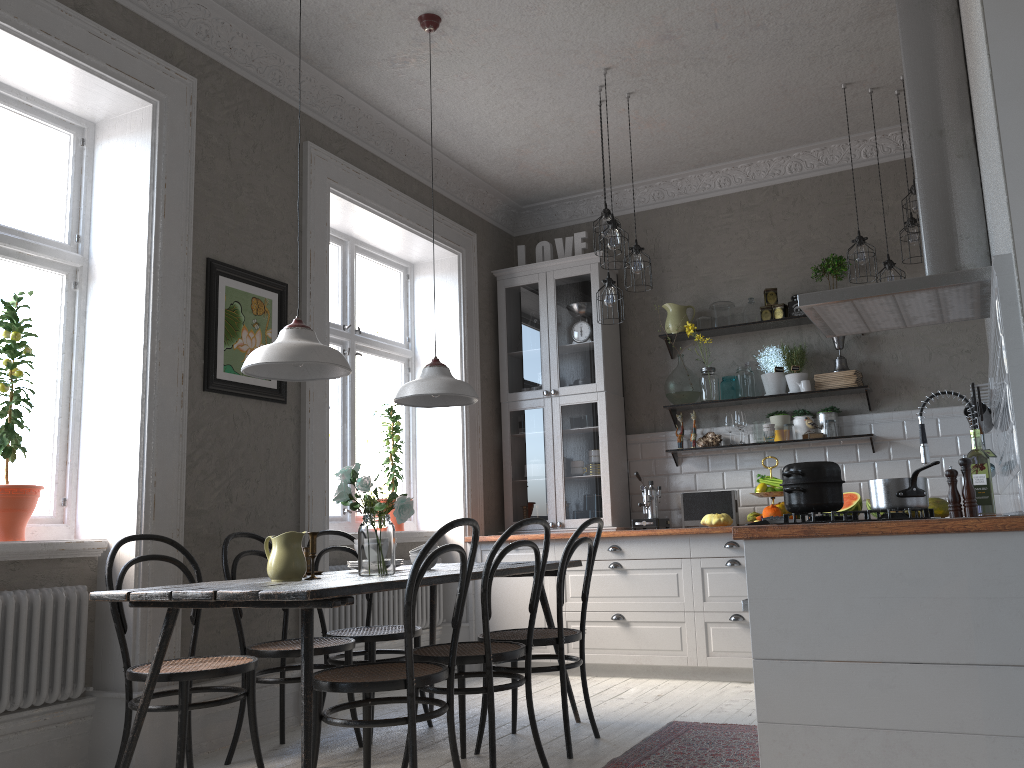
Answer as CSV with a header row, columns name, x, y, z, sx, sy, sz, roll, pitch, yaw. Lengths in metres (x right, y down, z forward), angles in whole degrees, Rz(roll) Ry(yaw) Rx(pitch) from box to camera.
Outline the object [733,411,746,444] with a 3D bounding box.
name,x,y,z,sx,sy,sz,roll,pitch,yaw
object,1.479,0.284,5.741,0.081,0.217,0.082,-4,-10,13

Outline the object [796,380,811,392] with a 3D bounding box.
name,x,y,z,sx,sy,sz,roll,pitch,yaw
object,1.853,0.016,5.590,0.064,0.071,0.104,4,-11,-32

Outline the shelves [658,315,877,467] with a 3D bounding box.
name,x,y,z,sx,sy,sz,roll,pitch,yaw
shelves,1.646,0.065,5.784,1.294,0.923,0.232,-7,-11,26

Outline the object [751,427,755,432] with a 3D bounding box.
name,x,y,z,sx,sy,sz,roll,pitch,yaw
object,1.609,0.322,5.794,0.076,0.083,0.079,-11,-13,44

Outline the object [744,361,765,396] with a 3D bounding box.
name,x,y,z,sx,sy,sz,roll,pitch,yaw
object,1.614,-0.015,5.917,0.129,0.264,0.134,-8,-11,32

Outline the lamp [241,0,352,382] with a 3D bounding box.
name,x,y,z,sx,sy,sz,roll,pitch,yaw
lamp,-0.790,-0.952,3.293,0.386,1.858,0.373,3,-11,-25

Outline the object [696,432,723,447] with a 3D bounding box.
name,x,y,z,sx,sy,sz,roll,pitch,yaw
object,1.307,0.369,5.876,0.176,0.111,0.096,-3,-10,4

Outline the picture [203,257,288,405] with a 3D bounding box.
name,x,y,z,sx,sy,sz,roll,pitch,yaw
picture,-1.253,-0.238,4.217,0.019,0.619,0.530,-7,-11,27

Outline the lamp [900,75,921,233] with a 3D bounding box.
name,x,y,z,sx,sy,sz,roll,pitch,yaw
lamp,2.187,-1.699,4.955,0.147,1.734,0.146,-2,-10,-1

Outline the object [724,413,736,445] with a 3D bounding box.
name,x,y,z,sx,sy,sz,roll,pitch,yaw
object,1.444,0.306,5.863,0.081,0.217,0.082,-4,-10,13

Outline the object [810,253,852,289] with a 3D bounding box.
name,x,y,z,sx,sy,sz,roll,pitch,yaw
object,2.064,-0.637,5.651,0.246,0.397,0.255,6,-12,-38

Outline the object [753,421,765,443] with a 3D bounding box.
name,x,y,z,sx,sy,sz,roll,pitch,yaw
object,1.601,0.314,5.713,0.079,0.139,0.079,-2,-10,-1

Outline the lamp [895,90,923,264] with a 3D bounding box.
name,x,y,z,sx,sy,sz,roll,pitch,yaw
lamp,2.236,-1.546,5.103,0.149,1.734,0.144,2,-10,-21

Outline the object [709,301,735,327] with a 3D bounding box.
name,x,y,z,sx,sy,sz,roll,pitch,yaw
object,1.417,-0.451,5.956,0.175,0.184,0.169,2,-10,-24

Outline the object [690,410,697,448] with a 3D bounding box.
name,x,y,z,sx,sy,sz,roll,pitch,yaw
object,1.226,0.309,5.954,0.062,0.264,0.052,3,-11,-27

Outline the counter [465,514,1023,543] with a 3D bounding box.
name,x,y,z,sx,sy,sz,roll,pitch,yaw
counter,0.709,0.727,4.321,3.109,0.039,3.448,-7,-11,26

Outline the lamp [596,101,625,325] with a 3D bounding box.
name,x,y,z,sx,sy,sz,roll,pitch,yaw
lamp,0.520,-1.199,5.043,0.147,1.734,0.146,-1,-10,-6

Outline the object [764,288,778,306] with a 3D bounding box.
name,x,y,z,sx,sy,sz,roll,pitch,yaw
object,1.699,-0.565,5.810,0.082,0.113,0.083,-3,-10,7

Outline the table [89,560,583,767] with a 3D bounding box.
name,x,y,z,sx,sy,sz,roll,pitch,yaw
table,-0.506,1.111,3.461,0.890,0.735,1.952,-7,-11,27

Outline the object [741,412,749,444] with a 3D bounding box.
name,x,y,z,sx,sy,sz,roll,pitch,yaw
object,1.519,0.296,5.822,0.081,0.217,0.082,-4,-10,13

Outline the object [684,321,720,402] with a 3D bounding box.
name,x,y,z,sx,sy,sz,roll,pitch,yaw
object,1.259,-0.150,5.880,0.189,0.540,0.284,-5,-10,19

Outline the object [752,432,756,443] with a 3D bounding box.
name,x,y,z,sx,sy,sz,roll,pitch,yaw
object,1.610,0.354,5.789,0.076,0.083,0.079,-11,-13,44

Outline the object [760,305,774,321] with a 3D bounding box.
name,x,y,z,sx,sy,sz,roll,pitch,yaw
object,1.678,-0.449,5.817,0.081,0.113,0.084,-7,-11,26

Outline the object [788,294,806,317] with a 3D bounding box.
name,x,y,z,sx,sy,sz,roll,pitch,yaw
object,1.884,-0.496,5.774,0.139,0.174,0.144,-7,-11,26

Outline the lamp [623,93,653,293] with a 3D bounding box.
name,x,y,z,sx,sy,sz,roll,pitch,yaw
lamp,0.667,-1.374,4.992,0.145,1.734,0.148,-4,-10,13

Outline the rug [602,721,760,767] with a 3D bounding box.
name,x,y,z,sx,sy,sz,roll,pitch,yaw
rug,0.737,1.393,3.275,0.724,0.014,1.311,-7,-11,27

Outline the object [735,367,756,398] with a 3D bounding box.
name,x,y,z,sx,sy,sz,roll,pitch,yaw
object,1.523,-0.004,5.788,0.127,0.206,0.122,6,-13,-40

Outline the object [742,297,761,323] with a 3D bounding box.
name,x,y,z,sx,sy,sz,roll,pitch,yaw
object,1.618,-0.475,5.967,0.141,0.220,0.138,0,-10,-14

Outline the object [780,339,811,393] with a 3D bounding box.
name,x,y,z,sx,sy,sz,roll,pitch,yaw
object,1.820,-0.120,5.700,0.186,0.380,0.168,0,-10,-12

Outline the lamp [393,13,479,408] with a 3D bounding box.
name,x,y,z,sx,sy,sz,roll,pitch,yaw
lamp,-0.365,-0.833,4.089,0.372,1.858,0.387,-8,-12,34

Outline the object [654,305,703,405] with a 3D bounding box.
name,x,y,z,sx,sy,sz,roll,pitch,yaw
object,1.124,-0.192,6.005,0.335,0.674,0.336,-1,-10,-5

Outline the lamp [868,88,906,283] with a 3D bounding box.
name,x,y,z,sx,sy,sz,roll,pitch,yaw
lamp,2.074,-1.297,5.025,0.147,1.734,0.146,-2,-10,-1

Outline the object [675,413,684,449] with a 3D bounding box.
name,x,y,z,sx,sy,sz,roll,pitch,yaw
object,1.140,0.323,6.013,0.053,0.264,0.061,-2,-10,-2

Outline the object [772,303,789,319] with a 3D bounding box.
name,x,y,z,sx,sy,sz,roll,pitch,yaw
object,1.753,-0.459,5.776,0.081,0.113,0.084,-9,-12,36

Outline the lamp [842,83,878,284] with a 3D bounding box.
name,x,y,z,sx,sy,sz,roll,pitch,yaw
lamp,1.893,-1.422,4.981,0.149,1.734,0.144,4,-11,-31

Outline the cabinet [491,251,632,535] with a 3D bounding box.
name,x,y,z,sx,sy,sz,roll,pitch,yaw
cabinet,0.356,0.105,6.267,0.865,1.920,0.394,-7,-11,26

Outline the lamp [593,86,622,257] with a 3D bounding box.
name,x,y,z,sx,sy,sz,roll,pitch,yaw
lamp,0.493,-1.562,4.930,0.145,1.734,0.148,-4,-10,13

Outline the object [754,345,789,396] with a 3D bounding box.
name,x,y,z,sx,sy,sz,roll,pitch,yaw
object,1.728,-0.087,5.801,0.240,0.354,0.239,-11,-13,44

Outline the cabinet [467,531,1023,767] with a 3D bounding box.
name,x,y,z,sx,sy,sz,roll,pitch,yaw
cabinet,1.190,1.102,4.192,2.012,0.854,4.146,1,-10,-16

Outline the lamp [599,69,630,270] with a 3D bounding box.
name,x,y,z,sx,sy,sz,roll,pitch,yaw
lamp,0.506,-1.464,4.726,0.148,1.734,0.145,1,-10,-16

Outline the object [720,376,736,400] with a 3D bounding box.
name,x,y,z,sx,sy,sz,roll,pitch,yaw
object,1.457,0.037,5.918,0.124,0.172,0.128,-8,-11,30
